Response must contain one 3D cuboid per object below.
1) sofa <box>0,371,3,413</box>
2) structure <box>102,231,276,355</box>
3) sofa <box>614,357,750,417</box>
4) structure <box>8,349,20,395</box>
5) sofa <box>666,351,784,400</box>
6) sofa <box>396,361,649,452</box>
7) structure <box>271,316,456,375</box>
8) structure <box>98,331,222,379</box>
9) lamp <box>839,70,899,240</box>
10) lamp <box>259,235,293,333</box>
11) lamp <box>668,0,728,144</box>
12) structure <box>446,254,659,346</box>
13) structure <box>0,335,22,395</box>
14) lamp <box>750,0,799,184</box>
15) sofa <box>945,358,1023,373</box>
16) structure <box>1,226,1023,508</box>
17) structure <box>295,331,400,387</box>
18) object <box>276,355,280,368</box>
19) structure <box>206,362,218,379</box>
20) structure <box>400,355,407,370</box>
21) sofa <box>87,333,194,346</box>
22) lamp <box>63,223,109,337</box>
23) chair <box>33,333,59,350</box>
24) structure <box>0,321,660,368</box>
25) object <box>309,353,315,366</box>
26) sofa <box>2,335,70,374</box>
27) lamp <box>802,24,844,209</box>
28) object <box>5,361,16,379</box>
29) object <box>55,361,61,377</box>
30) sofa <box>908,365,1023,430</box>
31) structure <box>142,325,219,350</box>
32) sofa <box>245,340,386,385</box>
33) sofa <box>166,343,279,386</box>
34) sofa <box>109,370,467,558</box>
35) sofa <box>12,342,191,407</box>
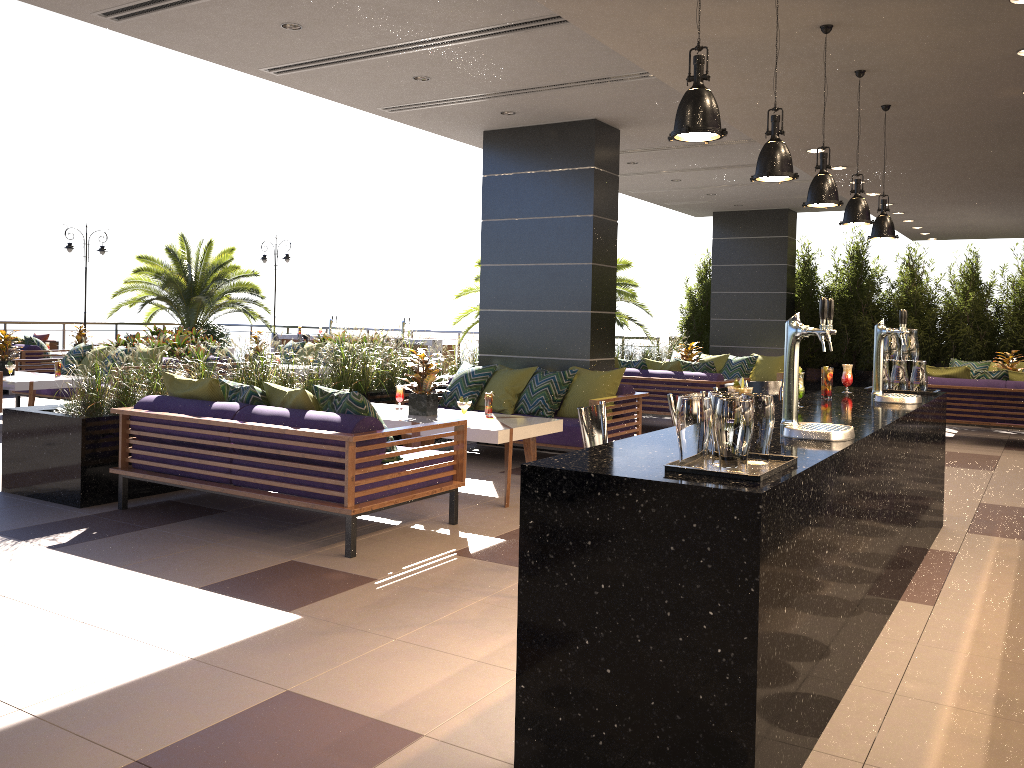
[{"bbox_3d":[-6.425,0.051,9.227,2.128,0.918,1.120,3,3,31],"label":"sofa"},{"bbox_3d":[-7.634,-2.030,21.265,3.800,3.300,3.759,1,3,-1],"label":"structure"},{"bbox_3d":[1.765,0.103,11.064,2.128,0.918,1.120,3,3,31],"label":"sofa"},{"bbox_3d":[-7.647,-0.182,13.598,0.100,0.700,0.180,2,1,31],"label":"structure"},{"bbox_3d":[3.109,-0.024,13.252,2.128,0.918,1.120,3,3,31],"label":"sofa"},{"bbox_3d":[0.072,0.263,8.308,2.128,0.918,1.120,3,3,31],"label":"sofa"},{"bbox_3d":[-3.220,-0.763,18.681,4.406,1.327,0.805,4,3,32],"label":"structure"},{"bbox_3d":[-4.823,-0.129,11.852,2.422,1.172,0.701,4,3,33],"label":"structure"},{"bbox_3d":[2.183,-1.349,5.358,0.192,0.863,1.081,2,3,31],"label":"lamp"},{"bbox_3d":[-5.942,-2.076,22.191,1.123,3.325,0.264,2,1,32],"label":"lamp"},{"bbox_3d":[0.588,-1.198,2.762,0.163,0.864,0.163,1,1,-16],"label":"lamp"},{"bbox_3d":[0.731,-1.478,16.194,3.799,3.300,3.760,1,3,-16],"label":"structure"},{"bbox_3d":[-8.703,-0.386,14.214,2.250,1.171,0.715,3,2,28],"label":"structure"},{"bbox_3d":[1.053,-1.242,3.518,0.163,0.864,0.163,1,1,-16],"label":"lamp"},{"bbox_3d":[7.180,0.113,12.614,2.128,0.918,1.120,3,3,31],"label":"sofa"},{"bbox_3d":[0.114,-0.607,5.051,7.826,3.118,24.742,4,5,31],"label":"structure"},{"bbox_3d":[-2.796,-0.322,15.159,2.253,1.171,0.737,3,3,33],"label":"structure"},{"bbox_3d":[-3.406,-0.329,12.881,0.069,0.181,0.069,2,1,19],"label":"object"},{"bbox_3d":[-3.822,0.072,11.248,0.100,0.700,0.180,2,1,31],"label":"structure"},{"bbox_3d":[-1.784,-0.121,14.565,0.100,0.700,0.180,2,1,31],"label":"structure"},{"bbox_3d":[-7.034,-0.507,16.798,2.128,0.918,1.120,3,3,31],"label":"sofa"},{"bbox_3d":[-9.775,-2.025,20.289,0.264,3.325,1.122,2,1,31],"label":"lamp"},{"bbox_3d":[-10.187,-0.673,18.817,0.715,0.815,0.714,3,2,31],"label":"chair"},{"bbox_3d":[-6.988,-0.294,12.845,12.932,1.057,17.513,4,5,31],"label":"structure"},{"bbox_3d":[-3.045,-0.369,13.437,0.106,0.197,0.106,1,2,-26],"label":"object"},{"bbox_3d":[-8.255,-0.393,14.835,2.128,0.918,1.120,3,3,31],"label":"sofa"},{"bbox_3d":[1.502,-1.285,4.249,0.163,0.864,0.163,1,1,-16],"label":"lamp"},{"bbox_3d":[-5.469,-0.151,9.651,0.106,0.197,0.106,1,2,-26],"label":"object"},{"bbox_3d":[-5.191,-0.175,10.119,0.067,0.189,0.085,1,1,-29],"label":"object"},{"bbox_3d":[5.836,0.240,10.426,2.128,0.918,1.120,3,3,31],"label":"sofa"},{"bbox_3d":[-6.661,-0.576,17.494,2.253,1.171,0.737,3,3,33],"label":"structure"},{"bbox_3d":[-3.226,-0.253,14.458,2.128,0.918,1.120,3,3,31],"label":"sofa"},{"bbox_3d":[-4.440,-0.139,12.490,2.128,0.918,1.120,3,3,31],"label":"sofa"},{"bbox_3d":[-1.471,0.409,5.796,2.128,0.918,1.120,3,3,31],"label":"sofa"},{"bbox_3d":[-5.204,-0.062,11.191,2.128,0.918,1.120,3,3,31],"label":"sofa"}]
